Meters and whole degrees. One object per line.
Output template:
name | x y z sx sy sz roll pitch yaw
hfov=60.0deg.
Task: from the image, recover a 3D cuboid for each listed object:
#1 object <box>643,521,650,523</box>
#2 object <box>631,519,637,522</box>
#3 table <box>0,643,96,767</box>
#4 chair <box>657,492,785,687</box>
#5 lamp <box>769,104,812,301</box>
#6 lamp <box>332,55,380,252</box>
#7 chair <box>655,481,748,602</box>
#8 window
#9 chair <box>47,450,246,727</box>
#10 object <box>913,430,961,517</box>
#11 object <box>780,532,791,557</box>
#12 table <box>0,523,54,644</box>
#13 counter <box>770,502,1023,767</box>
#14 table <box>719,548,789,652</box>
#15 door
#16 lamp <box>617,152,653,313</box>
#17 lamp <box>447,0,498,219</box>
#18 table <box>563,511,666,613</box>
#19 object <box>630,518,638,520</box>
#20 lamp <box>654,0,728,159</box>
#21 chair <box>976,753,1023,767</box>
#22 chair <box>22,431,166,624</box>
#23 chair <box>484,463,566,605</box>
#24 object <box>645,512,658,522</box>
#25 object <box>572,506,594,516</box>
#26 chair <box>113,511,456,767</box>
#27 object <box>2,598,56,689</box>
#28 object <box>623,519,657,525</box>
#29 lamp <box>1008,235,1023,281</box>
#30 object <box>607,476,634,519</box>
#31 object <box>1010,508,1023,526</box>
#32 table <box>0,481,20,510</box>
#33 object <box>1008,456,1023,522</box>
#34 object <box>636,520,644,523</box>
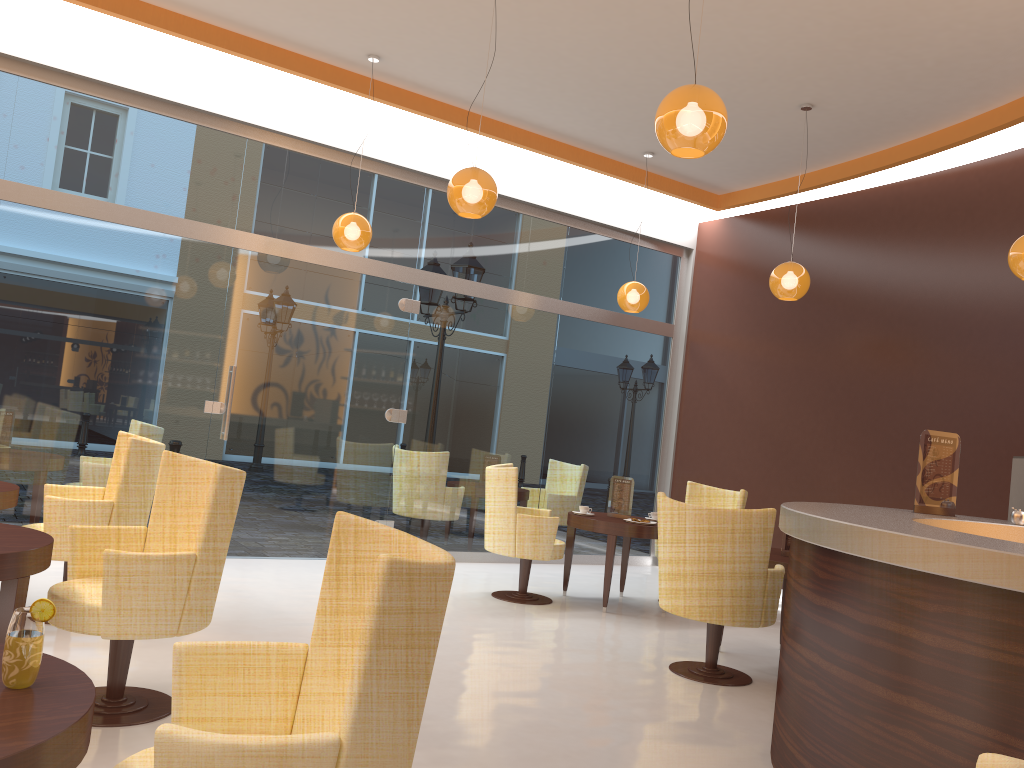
object | 1.047 1.072 6.901 0.052 0.018 0.055 7 -3 -9
object | 0.952 1.062 6.885 0.054 0.018 0.051 6 -3 15
table | -1.240 0.884 1.529 0.872 0.679 0.874 6 -3 -1
chair | 1.180 1.182 5.168 0.729 1.017 0.685 4 -4 35
lamp | 2.169 -1.384 6.741 0.299 1.500 0.299 4 -4 35
lamp | -1.139 -1.757 6.742 0.299 1.500 0.299 5 -4 32
chair | 1.567 1.351 7.476 0.685 1.017 0.729 8 -4 -30
window | -1.654 -0.259 7.566 8.200 3.380 0.040 8 -4 -33
chair | -1.508 0.796 3.624 0.685 1.017 0.729 9 -4 -36
object | 2.117 0.442 4.408 0.258 0.414 0.052 7 -3 -19
object | 1.835 0.945 5.707 0.209 0.335 0.042 7 -3 -19
table | -2.146 0.868 3.123 0.872 0.679 0.874 6 -3 4
counter | 1.800 1.114 3.381 1.586 1.100 2.917 6 -3 12
table | 1.768 1.447 5.692 0.872 0.679 0.874 6 -3 14
door | -1.710 0.237 7.540 1.640 2.499 0.020 8 -4 -33
lamp | 1.193 -1.413 8.253 0.299 1.500 0.299 5 -3 25
lamp | -0.163 -1.728 5.230 0.299 1.500 0.299 8 -3 -22
table | 0.846 1.420 7.103 0.872 0.679 0.874 6 -3 14
object | 0.956 1.055 6.921 0.052 0.016 0.055 8 -4 -34
lamp | 0.812 -1.700 3.718 0.299 1.500 0.299 4 -4 35
chair | 0.521 0.855 0.480 0.685 1.017 0.729 9 -4 -36
chair | -2.354 0.772 4.935 0.685 1.017 0.729 8 -4 -30
chair | 0.084 1.153 6.910 0.685 1.017 0.729 6 -3 -1
object | 1.174 1.088 7.257 0.153 0.069 0.153 7 -3 -11
object | 0.570 1.010 7.067 0.153 0.069 0.153 8 -4 -32
chair | -0.520 0.817 1.936 0.685 1.017 0.729 7 -3 -16
object | -0.942 0.500 1.719 0.067 0.171 0.072 4 -4 40
object | 0.997 1.075 6.903 0.234 0.020 0.234 5 -3 29
lamp | 3.144 -1.356 5.229 0.299 1.500 0.299 4 -4 36
object | 0.880 0.916 7.166 0.209 0.335 0.042 4 -4 32
object | 2.453 0.644 4.288 0.075 0.077 0.075 5 -3 26
table | -3.074 0.841 4.562 0.872 0.679 0.874 6 -3 14
object | 2.692 0.545 4.415 0.270 0.340 0.373 6 -3 12
object | 0.993 1.064 6.863 0.055 0.014 0.053 4 -4 40
